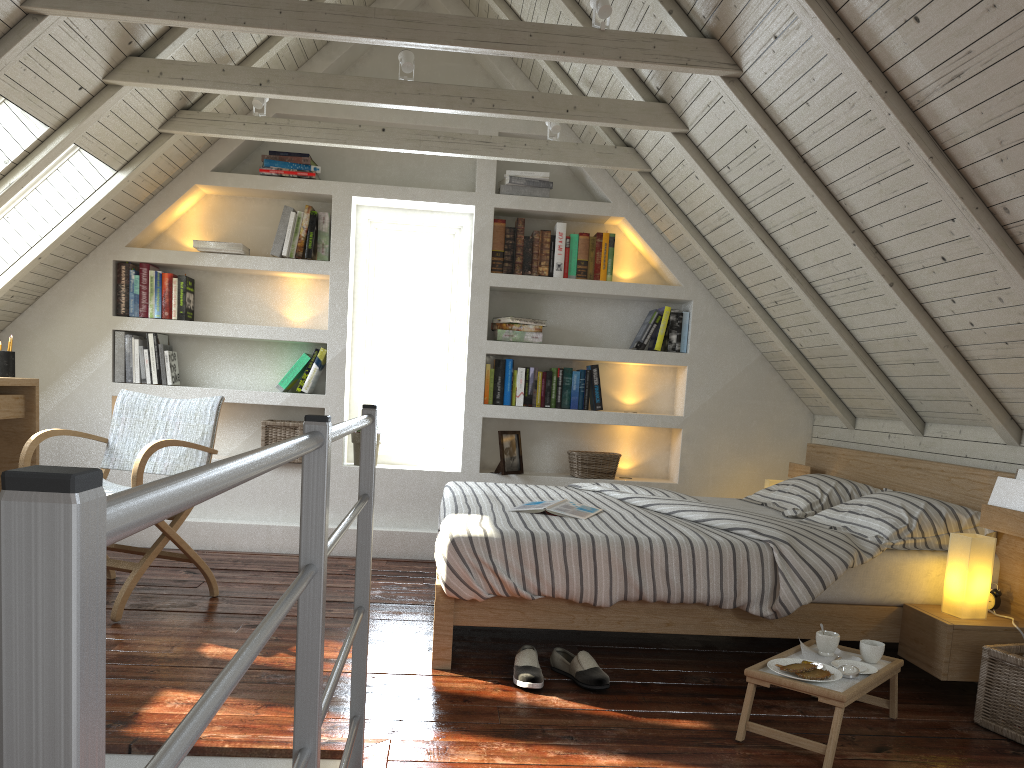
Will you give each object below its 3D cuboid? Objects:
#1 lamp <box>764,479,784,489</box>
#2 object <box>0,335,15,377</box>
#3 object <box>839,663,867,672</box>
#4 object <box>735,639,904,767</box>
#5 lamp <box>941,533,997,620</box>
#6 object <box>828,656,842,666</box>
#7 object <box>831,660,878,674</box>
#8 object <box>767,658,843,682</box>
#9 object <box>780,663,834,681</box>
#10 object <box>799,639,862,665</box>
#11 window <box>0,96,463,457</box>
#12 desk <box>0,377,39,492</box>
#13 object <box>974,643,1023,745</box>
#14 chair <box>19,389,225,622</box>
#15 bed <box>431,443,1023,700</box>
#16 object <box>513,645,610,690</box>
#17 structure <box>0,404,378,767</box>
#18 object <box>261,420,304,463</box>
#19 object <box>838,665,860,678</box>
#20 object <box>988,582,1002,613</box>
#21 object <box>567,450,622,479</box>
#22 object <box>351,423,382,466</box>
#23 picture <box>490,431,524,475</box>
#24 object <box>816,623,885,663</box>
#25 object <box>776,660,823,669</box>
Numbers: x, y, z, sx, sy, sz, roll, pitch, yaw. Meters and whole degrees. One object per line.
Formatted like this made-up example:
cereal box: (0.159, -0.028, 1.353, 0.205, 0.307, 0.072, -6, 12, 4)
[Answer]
lamp: (1.280, 0.596, 4.298, 0.090, 0.256, 0.089, 4, 6, 3)
object: (-2.169, -0.119, 3.748, 0.088, 0.188, 0.087, -1, 7, -40)
object: (0.930, 0.772, 2.397, 0.060, 0.005, 0.059, 4, -1, -39)
object: (0.855, 0.856, 2.410, 0.266, 0.184, 0.530, 5, 1, 40)
lamp: (1.398, 0.588, 2.694, 0.090, 0.256, 0.089, 2, 6, -14)
object: (0.891, 0.773, 2.439, 0.016, 0.002, 0.152, 3, -1, 35)
object: (0.929, 0.771, 2.388, 0.119, 0.010, 0.118, 4, -1, -27)
object: (0.769, 0.758, 2.315, 0.189, 0.016, 0.188, 3, -1, 6)
object: (0.776, 0.749, 2.303, 0.110, 0.029, 0.117, 4, 0, -39)
object: (0.882, 0.752, 2.499, 0.154, 0.047, 0.157, 3, 0, -14)
window: (-1.448, -0.374, 3.608, 3.099, 1.390, 1.387, 3, 3, -27)
desk: (-2.239, 0.367, 3.239, 0.378, 0.814, 1.311, 3, 2, -4)
object: (1.493, 0.850, 2.461, 0.237, 0.280, 0.234, 2, 4, -21)
chair: (-1.474, 0.423, 3.325, 0.548, 0.801, 0.556, 5, 5, 21)
bed: (0.645, 0.593, 3.454, 1.879, 0.713, 1.855, 3, 0, -4)
object: (0.143, 0.864, 2.714, 0.285, 0.092, 0.272, 3, 0, -7)
structure: (-0.678, 0.517, 1.135, 0.837, 1.006, 1.624, 3, 1, -4)
object: (-1.152, 0.289, 4.473, 0.204, 0.203, 0.202, 3, 3, -4)
object: (0.892, 0.759, 2.330, 0.055, 0.028, 0.055, 4, 1, 37)
object: (1.514, 0.674, 2.782, 0.037, 0.099, 0.070, 1, 5, -26)
object: (0.427, 0.424, 4.613, 0.283, 0.136, 0.176, 3, 2, -13)
object: (-0.750, 0.284, 4.531, 0.159, 0.274, 0.158, 2, 5, -12)
picture: (-0.034, 0.349, 4.511, 0.125, 0.226, 0.173, 7, 5, 36)
object: (0.960, 0.732, 2.501, 0.184, 0.101, 0.081, 4, 4, 19)
object: (0.779, 0.758, 2.363, 0.139, 0.015, 0.077, 3, 0, 16)
